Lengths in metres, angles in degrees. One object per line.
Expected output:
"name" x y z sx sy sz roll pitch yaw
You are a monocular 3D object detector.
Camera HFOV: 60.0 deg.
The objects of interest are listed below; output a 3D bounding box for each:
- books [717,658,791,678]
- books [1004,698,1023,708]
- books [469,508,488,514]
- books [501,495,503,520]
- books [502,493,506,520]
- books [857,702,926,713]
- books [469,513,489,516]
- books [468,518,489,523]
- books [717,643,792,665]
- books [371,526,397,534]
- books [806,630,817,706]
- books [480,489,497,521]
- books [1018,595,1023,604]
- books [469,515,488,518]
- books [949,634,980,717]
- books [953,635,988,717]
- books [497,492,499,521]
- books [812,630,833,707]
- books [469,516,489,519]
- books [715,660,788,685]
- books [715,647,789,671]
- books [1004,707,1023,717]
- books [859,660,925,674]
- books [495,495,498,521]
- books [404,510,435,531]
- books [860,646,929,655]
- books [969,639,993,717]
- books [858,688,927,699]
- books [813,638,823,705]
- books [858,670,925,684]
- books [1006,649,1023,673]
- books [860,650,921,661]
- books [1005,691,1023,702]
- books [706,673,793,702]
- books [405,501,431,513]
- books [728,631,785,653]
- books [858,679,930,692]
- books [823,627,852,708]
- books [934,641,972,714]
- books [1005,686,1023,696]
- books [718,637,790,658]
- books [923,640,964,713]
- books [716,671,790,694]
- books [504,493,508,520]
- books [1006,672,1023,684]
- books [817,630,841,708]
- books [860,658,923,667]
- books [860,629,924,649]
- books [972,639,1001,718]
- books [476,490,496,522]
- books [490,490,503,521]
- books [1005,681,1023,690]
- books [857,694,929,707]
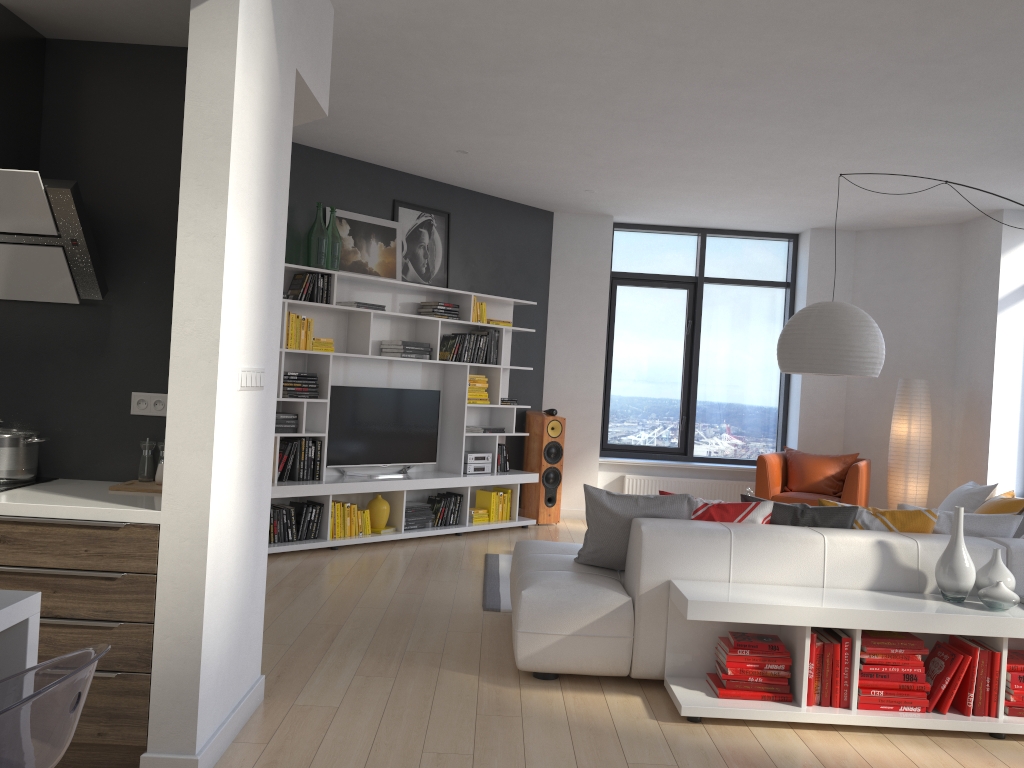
"books" 1.010 1.183 3.719 0.257 0.025 0.182 3 0 -1
"books" 2.139 1.308 3.686 0.266 0.026 0.187 3 0 5
"books" -0.327 1.108 7.753 0.138 0.026 0.186 4 0 44
"books" -0.149 1.087 7.928 0.169 0.239 0.023 4 0 44
"books" -0.130 1.091 7.943 0.172 0.234 0.024 4 0 44
"books" 1.530 1.305 3.673 0.274 0.029 0.200 3 0 -1
"books" -0.316 1.129 7.747 0.134 0.014 0.187 4 0 44
"books" -0.321 1.181 7.746 0.147 0.033 0.190 4 0 44
"books" 1.012 1.130 3.719 0.269 0.028 0.179 3 0 0
"books" -1.078 1.140 6.994 0.270 0.029 0.204 3 0 29
"books" 1.203 1.154 3.676 0.036 0.294 0.208 3 0 -1
"books" -0.217 1.073 7.861 0.199 0.263 0.015 4 0 44
"books" 2.318 0.932 3.697 0.300 0.026 0.245 3 0 4
"books" -0.311 1.145 7.732 0.169 0.018 0.113 3 0 -45
"books" 1.852 1.199 3.663 0.046 0.282 0.199 3 0 -1
"books" 1.890 1.206 3.680 0.038 0.270 0.215 3 0 -1
"books" -0.188 1.079 7.888 0.180 0.251 0.019 4 0 44
"books" 1.270 1.174 3.681 0.034 0.259 0.207 3 0 -1
"books" -0.322 1.158 7.749 0.148 0.011 0.196 4 0 44
"books" 0.999 1.208 3.712 0.266 0.026 0.187 3 0 5
"books" 1.007 1.158 3.735 0.261 0.028 0.191 3 0 -1
"books" 2.146 1.338 3.694 0.259 0.034 0.206 3 0 2
"books" 1.535 1.153 3.679 0.261 0.027 0.191 3 0 -5
"books" -0.190 1.092 7.860 0.156 0.229 0.024 4 0 44
"books" -0.845 1.099 7.254 0.277 0.137 0.343 4 0 39
"books" 1.549 1.080 3.676 0.266 0.026 0.187 3 0 -6
"books" 1.920 1.211 3.671 0.028 0.266 0.188 3 0 -1
"books" 1.534 1.249 3.659 0.266 0.026 0.187 3 0 -1
"books" 1.237 1.173 3.679 0.031 0.255 0.181 3 0 -1
"books" 1.535 1.186 3.696 0.279 0.039 0.206 3 0 0
"books" 2.155 1.166 3.729 0.301 0.032 0.227 3 0 -1
"books" 1.528 1.104 3.683 0.257 0.025 0.182 3 0 -1
"books" 2.151 1.283 3.693 0.257 0.025 0.182 3 0 -1
"books" 0.988 1.270 3.712 0.301 0.032 0.227 3 0 -1
"books" -0.859 1.005 7.265 0.250 0.047 0.310 4 0 40
"books" 1.021 1.079 3.713 0.206 0.029 0.152 3 0 5
"books" 1.539 1.222 3.695 0.301 0.032 0.227 3 0 -1
"books" 1.344 1.162 3.677 0.049 0.291 0.214 3 0 -1
"books" 1.789 1.211 3.662 0.115 0.245 0.192 3 0 -1
"books" 2.150 1.260 3.684 0.236 0.023 0.178 3 0 -1
"books" 1.012 1.105 3.722 0.254 0.025 0.178 3 0 -1
"books" 1.747 1.208 3.668 0.144 0.247 0.188 3 0 -1
"books" 1.006 1.238 3.721 0.259 0.034 0.206 3 0 2
"books" -0.114 1.091 7.964 0.172 0.234 0.024 4 0 44
"books" 2.160 1.202 3.705 0.279 0.039 0.206 3 0 -2
"books" 1.309 1.176 3.671 0.042 0.259 0.195 3 0 -1
"books" 1.546 1.128 3.675 0.236 0.023 0.178 3 0 -1
"books" 1.533 1.049 3.684 0.259 0.034 0.206 3 0 -4
"books" 1.948 1.210 3.656 0.028 0.269 0.181 3 0 -1
"books" -0.237 1.074 7.838 0.198 0.255 0.044 4 0 44
"books" -0.168 1.080 7.905 0.185 0.250 0.035 4 0 44
"books" 2.160 1.235 3.689 0.261 0.027 0.191 3 0 3
"books" 1.535 1.276 3.655 0.282 0.030 0.188 3 0 0
